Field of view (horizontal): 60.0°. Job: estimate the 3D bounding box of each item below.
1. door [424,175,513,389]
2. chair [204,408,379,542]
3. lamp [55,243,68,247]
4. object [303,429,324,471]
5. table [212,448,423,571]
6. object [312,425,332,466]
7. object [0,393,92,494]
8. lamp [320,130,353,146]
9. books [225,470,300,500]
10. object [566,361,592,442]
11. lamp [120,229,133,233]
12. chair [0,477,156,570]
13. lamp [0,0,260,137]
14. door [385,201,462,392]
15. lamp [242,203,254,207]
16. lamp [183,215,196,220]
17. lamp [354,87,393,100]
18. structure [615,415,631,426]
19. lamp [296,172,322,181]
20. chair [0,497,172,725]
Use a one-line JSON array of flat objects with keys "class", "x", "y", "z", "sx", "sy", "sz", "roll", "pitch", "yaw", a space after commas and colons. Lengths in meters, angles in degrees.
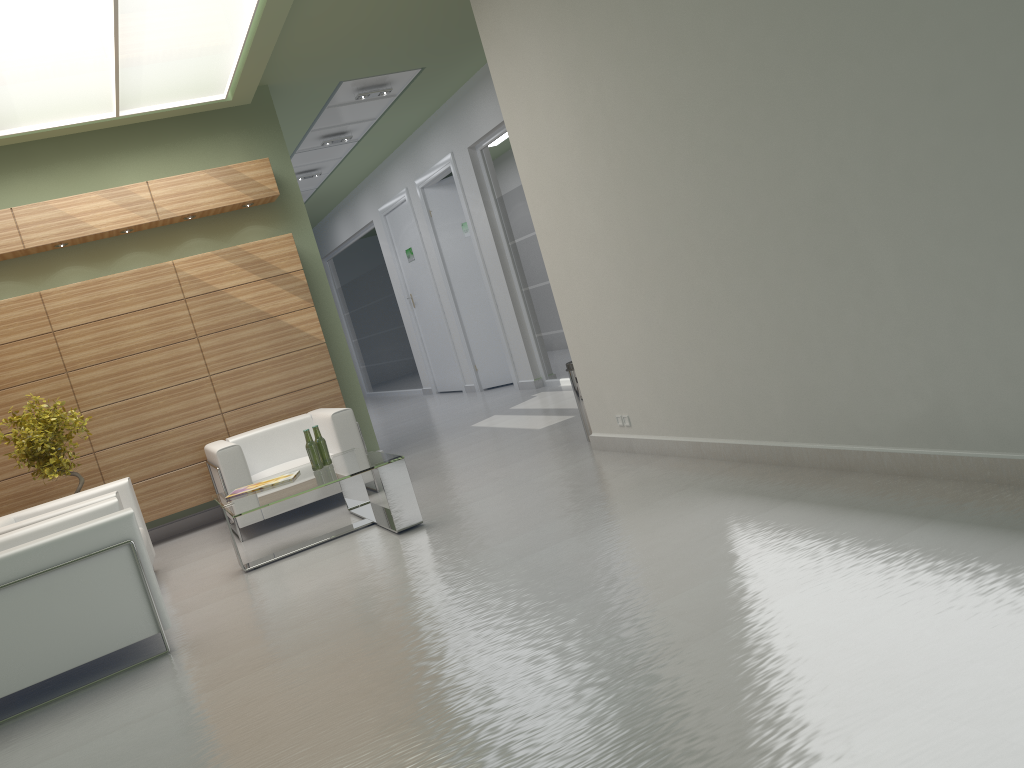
[{"class": "door", "x": -0.588, "y": -2.486, "z": 20.999, "sx": 2.089, "sy": 5.083, "sz": 0.134, "roll": -12, "pitch": 7, "yaw": 37}, {"class": "chair", "x": -3.099, "y": 1.171, "z": 12.280, "sx": 1.894, "sy": 1.234, "sz": 1.802, "roll": -18, "pitch": 6, "yaw": -23}, {"class": "lamp", "x": -6.410, "y": -1.999, "z": 12.604, "sx": 0.181, "sy": 0.074, "sz": 0.181, "roll": -13, "pitch": 6, "yaw": 27}, {"class": "object", "x": -2.253, "y": 0.740, "z": 10.001, "sx": 0.131, "sy": 0.475, "sz": 0.131, "roll": -13, "pitch": 6, "yaw": 31}, {"class": "table", "x": -2.231, "y": 1.387, "z": 9.849, "sx": 1.783, "sy": 0.742, "sz": 2.197, "roll": -18, "pitch": 6, "yaw": -23}, {"class": "object", "x": -2.189, "y": 0.706, "z": 10.163, "sx": 0.131, "sy": 0.475, "sz": 0.131, "roll": -13, "pitch": 6, "yaw": 31}, {"class": "object", "x": -5.817, "y": 1.353, "z": 11.290, "sx": 1.116, "sy": 2.565, "sz": 1.201, "roll": -12, "pitch": 7, "yaw": 35}, {"class": "lamp", "x": -3.763, "y": -5.252, "z": 18.971, "sx": 0.657, "sy": 0.159, "sz": 0.286, "roll": -18, "pitch": 6, "yaw": -23}, {"class": "books", "x": -2.800, "y": 1.135, "z": 9.991, "sx": 0.762, "sy": 0.025, "sz": 0.508, "roll": -16, "pitch": 5, "yaw": -3}, {"class": "object", "x": 1.028, "y": 0.177, "z": 11.207, "sx": 0.482, "sy": 1.027, "sz": 0.483, "roll": -12, "pitch": 7, "yaw": 38}, {"class": "lamp", "x": -5.633, "y": -2.259, "z": 12.953, "sx": 0.181, "sy": 0.074, "sz": 0.181, "roll": -19, "pitch": 6, "yaw": -29}, {"class": "chair", "x": -5.010, "y": 1.965, "z": 9.841, "sx": 1.769, "sy": 1.234, "sz": 1.894, "roll": -18, "pitch": 6, "yaw": -18}, {"class": "lamp", "x": -5.203, "y": -3.731, "z": 9.767, "sx": 4.571, "sy": 0.325, "sz": 5.060, "roll": -18, "pitch": 6, "yaw": -23}, {"class": "door", "x": -2.388, "y": -2.228, "z": 23.703, "sx": 0.250, "sy": 5.083, "sz": 2.089, "roll": -18, "pitch": 6, "yaw": -23}, {"class": "lamp", "x": -4.072, "y": -2.781, "z": 13.654, "sx": 0.181, "sy": 0.074, "sz": 0.181, "roll": -19, "pitch": 6, "yaw": -29}, {"class": "lamp", "x": -4.845, "y": -2.522, "z": 13.307, "sx": 0.181, "sy": 0.074, "sz": 0.181, "roll": -13, "pitch": 6, "yaw": 27}, {"class": "lamp", "x": -2.535, "y": -5.335, "z": 16.178, "sx": 0.657, "sy": 0.159, "sz": 0.286, "roll": -18, "pitch": 6, "yaw": -23}, {"class": "structure", "x": 1.230, "y": 0.403, "z": 9.831, "sx": 0.017, "sy": 0.118, "sz": 0.262, "roll": -18, "pitch": 6, "yaw": -23}, {"class": "lamp", "x": -5.045, "y": -5.165, "z": 21.889, "sx": 0.657, "sy": 0.159, "sz": 0.286, "roll": -18, "pitch": 6, "yaw": -23}, {"class": "chair", "x": -4.089, "y": 1.907, "z": 7.707, "sx": 1.802, "sy": 1.234, "sz": 1.894, "roll": -19, "pitch": 6, "yaw": -28}]
